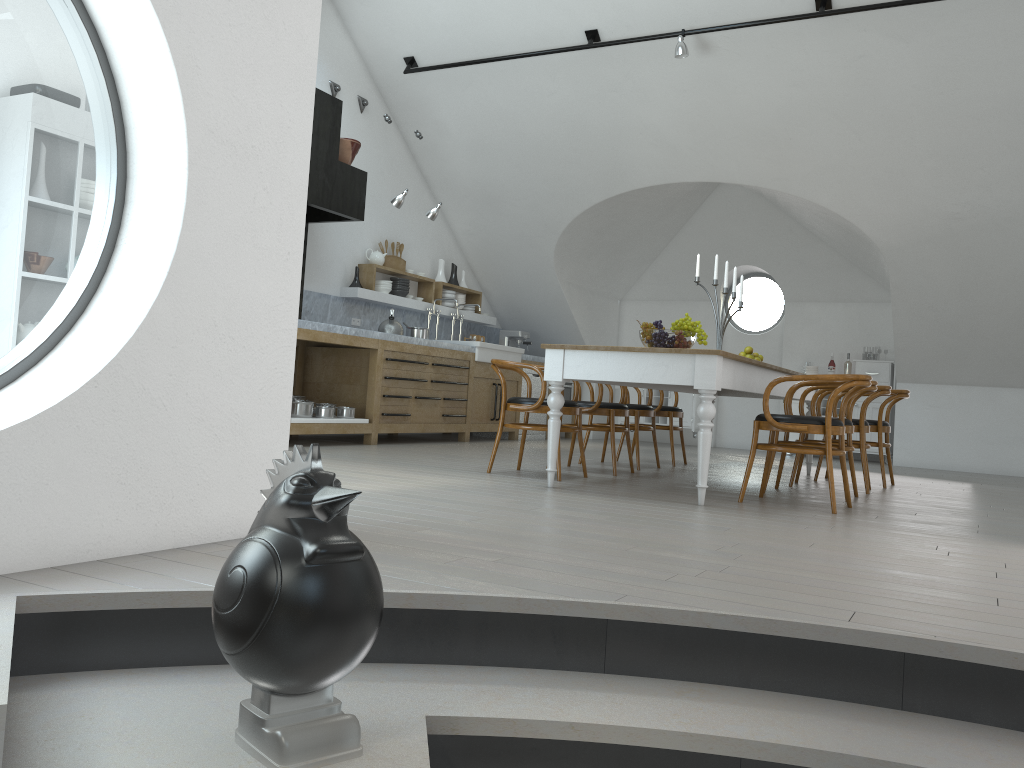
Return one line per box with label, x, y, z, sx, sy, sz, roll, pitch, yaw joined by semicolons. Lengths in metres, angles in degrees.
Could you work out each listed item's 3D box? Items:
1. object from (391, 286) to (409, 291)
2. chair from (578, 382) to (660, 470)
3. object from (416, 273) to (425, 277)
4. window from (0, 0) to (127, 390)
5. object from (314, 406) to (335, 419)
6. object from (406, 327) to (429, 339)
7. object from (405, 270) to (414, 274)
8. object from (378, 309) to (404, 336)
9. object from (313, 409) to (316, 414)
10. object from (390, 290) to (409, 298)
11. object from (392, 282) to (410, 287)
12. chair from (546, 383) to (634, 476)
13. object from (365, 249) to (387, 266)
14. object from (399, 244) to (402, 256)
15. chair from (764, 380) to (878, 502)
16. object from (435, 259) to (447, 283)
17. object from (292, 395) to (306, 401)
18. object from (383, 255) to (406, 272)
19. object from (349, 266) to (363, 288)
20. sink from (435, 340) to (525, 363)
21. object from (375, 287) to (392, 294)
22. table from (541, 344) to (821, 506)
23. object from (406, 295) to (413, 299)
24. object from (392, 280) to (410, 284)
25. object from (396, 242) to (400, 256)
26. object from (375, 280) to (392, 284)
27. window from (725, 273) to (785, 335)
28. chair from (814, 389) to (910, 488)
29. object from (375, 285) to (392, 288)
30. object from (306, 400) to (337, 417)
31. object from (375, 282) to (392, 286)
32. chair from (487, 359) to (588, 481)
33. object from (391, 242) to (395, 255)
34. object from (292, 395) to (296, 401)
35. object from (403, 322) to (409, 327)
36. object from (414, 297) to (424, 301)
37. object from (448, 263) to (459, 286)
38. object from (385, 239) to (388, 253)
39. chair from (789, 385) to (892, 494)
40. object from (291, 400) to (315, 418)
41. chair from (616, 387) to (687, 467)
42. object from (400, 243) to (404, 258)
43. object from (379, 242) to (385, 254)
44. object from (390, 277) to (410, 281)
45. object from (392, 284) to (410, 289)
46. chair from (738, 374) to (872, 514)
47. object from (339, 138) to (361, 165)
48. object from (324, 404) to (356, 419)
object;-1.170;-0.954;9.182;0.205;0.086;0.205;4;-1;-24
chair;0.824;0.277;6.986;0.622;0.736;0.526;3;-2;31
object;-0.983;-1.170;9.563;0.098;0.049;0.098;3;-1;26
window;-1.550;-0.617;2.046;0.104;1.472;1.468;2;-2;28
object;-1.547;0.219;7.110;0.261;0.113;0.153;3;-1;17
object;-0.907;-0.485;8.673;0.232;0.170;0.394;4;-1;8
object;-1.083;-1.178;9.374;0.098;0.049;0.098;3;-1;26
object;-1.123;-0.570;8.251;0.246;0.268;0.246;2;-2;38
object;-1.761;0.205;7.272;0.508;0.052;0.263;4;-1;5
object;-1.172;-0.927;9.181;0.206;0.072;0.205;3;-1;16
object;-1.166;-1.003;9.186;0.206;0.072;0.205;3;-1;16
chair;0.536;0.251;6.316;0.622;0.736;0.526;3;-2;25
object;-1.359;-1.259;8.864;0.174;0.169;0.167;3;-2;12
object;-1.163;-1.315;9.268;0.030;0.294;0.057;2;-3;28
chair;1.928;0.332;5.516;0.622;0.736;0.526;3;-2;28
object;-0.792;-1.259;9.909;0.156;0.268;0.156;3;-2;17
object;-2.002;0.157;7.629;0.455;0.197;0.268;4;-1;-28
object;-1.222;-1.242;9.141;0.084;0.158;0.353;3;-1;28
object;-1.505;-1.031;8.589;0.156;0.219;0.156;3;-2;9
sink;-0.415;-0.327;9.557;0.727;0.202;1.019;3;-1;28
object;-1.305;-0.934;8.931;0.181;0.064;0.181;4;-1;-39
table;1.366;0.268;6.178;1.019;0.800;3.344;3;-1;28
object;-1.094;-0.910;9.377;0.098;0.049;0.098;3;-1;26
object;-1.165;-1.028;9.192;0.205;0.084;0.205;4;-1;-34
object;-1.192;-1.319;9.170;0.019;0.299;0.057;2;-3;28
object;-1.298;-1.009;8.937;0.180;0.076;0.181;4;-1;-24
window;3.146;-1.029;11.412;0.900;0.901;0.060;3;-2;28
chair;2.681;0.396;6.755;0.622;0.736;0.526;3;-2;31
object;-1.304;-0.957;8.931;0.181;0.065;0.181;4;-1;-24
object;-1.611;0.211;7.541;0.181;0.134;0.309;5;-1;-38
object;-1.301;-0.980;8.935;0.181;0.069;0.181;5;-1;-44
chair;0.144;0.218;5.705;0.622;0.736;0.526;3;-2;28
object;-1.225;-1.321;9.149;0.040;0.300;0.061;3;-3;26
object;-1.658;0.160;6.902;0.051;0.152;0.190;3;-2;28
object;-0.972;-0.516;8.620;0.236;0.167;0.051;3;-2;23
object;-1.004;-0.902;9.546;0.098;0.049;0.098;3;-1;26
object;-0.665;-1.248;10.139;0.156;0.268;0.156;2;-2;32
object;-1.281;-1.327;9.044;0.027;0.299;0.055;2;-3;28
chair;2.283;0.363;6.150;0.622;0.736;0.526;3;-2;23
object;-1.739;0.184;6.978;0.379;0.164;0.222;3;-1;17
chair;1.171;0.307;7.619;0.622;0.736;0.526;3;-2;25
object;-1.164;-1.315;9.227;0.039;0.298;0.067;2;-3;28
object;-1.297;-1.311;9.010;0.016;0.259;0.199;2;-3;38
object;-1.167;-1.056;9.192;0.205;0.080;0.205;3;-1;31
object;-1.162;-0.981;9.183;0.205;0.086;0.205;4;-1;-19
chair;1.624;0.304;4.857;0.622;0.736;0.526;3;-2;31
object;-1.491;-1.970;7.630;0.347;0.237;0.366;5;-2;-44
object;-1.424;0.230;7.387;0.261;0.113;0.153;3;-1;27
